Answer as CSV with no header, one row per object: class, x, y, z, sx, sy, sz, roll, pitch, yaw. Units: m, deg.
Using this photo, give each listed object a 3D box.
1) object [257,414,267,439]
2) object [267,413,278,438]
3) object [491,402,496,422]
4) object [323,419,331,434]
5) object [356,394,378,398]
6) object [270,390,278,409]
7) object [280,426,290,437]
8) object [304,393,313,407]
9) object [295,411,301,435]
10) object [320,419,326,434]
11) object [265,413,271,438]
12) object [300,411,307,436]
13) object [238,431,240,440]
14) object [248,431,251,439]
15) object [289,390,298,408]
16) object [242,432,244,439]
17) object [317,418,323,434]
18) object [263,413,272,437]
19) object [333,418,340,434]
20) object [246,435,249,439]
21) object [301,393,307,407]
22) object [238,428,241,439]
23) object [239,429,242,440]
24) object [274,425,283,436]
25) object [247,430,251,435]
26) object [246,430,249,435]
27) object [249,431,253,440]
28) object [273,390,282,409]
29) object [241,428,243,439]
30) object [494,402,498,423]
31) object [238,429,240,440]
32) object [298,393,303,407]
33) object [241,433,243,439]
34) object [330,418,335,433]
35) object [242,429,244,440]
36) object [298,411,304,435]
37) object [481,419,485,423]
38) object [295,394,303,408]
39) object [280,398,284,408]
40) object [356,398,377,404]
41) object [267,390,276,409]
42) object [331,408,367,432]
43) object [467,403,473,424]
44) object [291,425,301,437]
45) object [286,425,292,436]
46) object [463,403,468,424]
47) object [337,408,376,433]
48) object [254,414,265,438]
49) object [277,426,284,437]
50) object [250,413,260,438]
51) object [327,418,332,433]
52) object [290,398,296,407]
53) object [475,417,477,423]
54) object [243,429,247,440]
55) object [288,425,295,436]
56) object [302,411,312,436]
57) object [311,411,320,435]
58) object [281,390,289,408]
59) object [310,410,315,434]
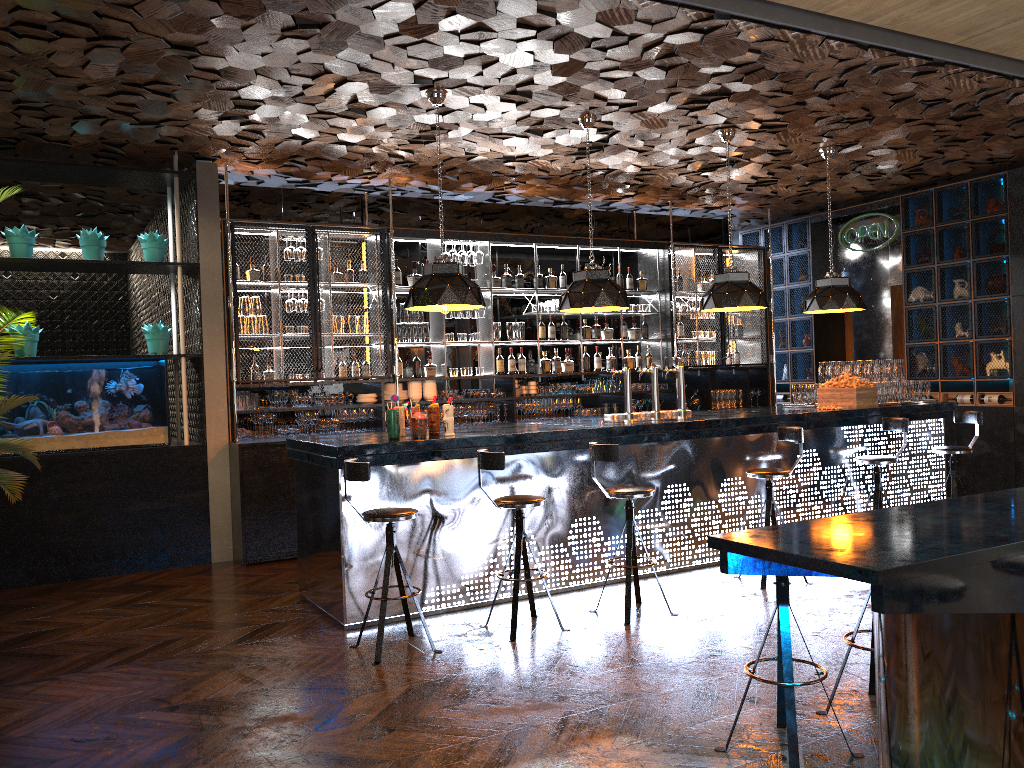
object,-2.316,0.392,8.223,0.091,0.227,0.091,-2,0,24
object,-2.232,0.388,8.266,0.091,0.227,0.091,-2,0,-6
object,-0.186,0.307,9.673,0.071,0.217,0.071,-2,0,-21
object,-1.784,0.410,8.556,0.065,0.146,0.074,-2,1,38
object,-1.435,0.128,8.775,0.211,0.060,0.209,-2,0,16
object,-2.245,0.147,8.383,0.087,0.170,0.087,-2,0,22
object,-2.132,0.447,8.319,0.093,0.101,0.093,-2,1,29
object,-1.936,0.154,8.437,0.081,0.132,0.081,-2,1,33
object,-2.069,0.379,8.642,0.088,0.229,0.077,-2,1,36
object,-1.836,0.411,8.646,0.065,0.146,0.074,-2,0,-17
object,-2.280,0.389,8.359,0.091,0.227,0.091,-2,0,24
object,-1.983,0.377,8.490,0.077,0.229,0.088,-2,0,21
object,-2.523,0.466,8.196,0.033,0.101,0.033,-2,1,-38
object,-2.416,0.472,8.184,0.034,0.080,0.034,-2,0,26
object,-2.050,0.140,8.343,0.087,0.170,0.087,-2,0,22
object,-2.492,0.465,8.228,0.031,0.098,0.031,-2,0,22
object,-1.883,0.412,8.731,0.065,0.146,0.074,-2,0,1
object,-2.333,0.390,8.463,0.091,0.227,0.091,-2,0,24
object,-1.703,0.407,8.606,0.074,0.146,0.065,-2,1,-35
object,-2.481,0.473,8.306,0.034,0.080,0.034,-2,1,44
object,-1.997,0.156,8.541,0.081,0.132,0.081,-2,1,33
object,-2.566,0.466,8.357,0.031,0.098,0.031,-2,0,18
object,-2.484,0.465,8.123,0.033,0.101,0.033,-2,0,-5
object,-2.232,0.449,8.504,0.093,0.101,0.093,-3,1,-42
object,-2.440,0.472,8.226,0.034,0.080,0.034,-2,1,28
object,-2.461,0.473,8.261,0.034,0.080,0.034,-2,0,-20
object,-2.394,0.471,8.146,0.034,0.080,0.034,-2,0,-15
object,-2.188,0.146,8.279,0.087,0.170,0.087,-2,0,22
object,-2.529,0.465,8.293,0.031,0.098,0.031,-2,0,-7
object,-0.158,0.307,9.598,0.071,0.217,0.071,-2,0,-21
object,-2.504,0.465,8.163,0.033,0.101,0.033,-2,1,42
object,-2.056,0.157,8.656,0.081,0.132,0.081,-2,1,33
object,-2.510,0.465,8.257,0.031,0.098,0.031,-2,0,16
object,-1.755,0.408,8.699,0.065,0.146,0.074,-2,0,-6
object,-2.476,0.464,8.191,0.031,0.098,0.031,-2,1,35
object,-2.026,0.378,8.560,0.077,0.229,0.088,-2,0,-13
object,-0.336,0.313,9.619,0.092,0.218,0.092,-2,0,22
object,-2.034,0.158,8.443,0.081,0.132,0.081,-2,1,33
object,-2.218,0.145,8.520,0.087,0.170,0.087,-2,0,22
object,-1.435,0.169,8.775,0.209,0.060,0.211,-2,0,21
object,-2.302,0.149,8.487,0.087,0.170,0.087,-2,0,22
object,-1.620,0.362,8.924,0.376,0.227,0.186,-2,1,-31
object,-0.447,0.314,9.494,0.071,0.226,0.071,-2,1,33
object,-2.036,0.443,8.372,0.093,0.101,0.093,-2,0,24
object,-2.138,0.445,8.553,0.093,0.101,0.093,-2,0,-14
object,-0.493,0.315,9.558,0.071,0.226,0.071,-2,1,33
object,-1.525,0.359,8.752,0.376,0.227,0.186,-2,1,-31
object,-2.366,0.393,8.319,0.091,0.227,0.091,-2,0,11
object,-2.182,0.448,8.411,0.093,0.101,0.093,-2,0,22
object,-2.437,0.394,8.433,0.091,0.227,0.091,-2,0,-25
object,-1.801,0.409,8.791,0.074,0.146,0.065,-2,0,-7
object,-2.105,0.159,8.571,0.081,0.132,0.081,-2,1,33
object,-0.391,0.315,9.587,0.092,0.218,0.092,-2,0,22
object,-2.457,0.464,8.158,0.031,0.098,0.031,-2,0,10
object,-2.093,0.444,8.462,0.093,0.101,0.093,-2,0,-8
object,-1.940,0.376,8.410,0.088,0.229,0.077,-2,0,-15
object,-1.893,0.373,8.535,0.088,0.229,0.077,-2,1,-29
object,-2.148,0.144,8.393,0.087,0.170,0.087,-2,0,22
object,-1.949,0.374,8.645,0.088,0.229,0.077,-2,1,-27
